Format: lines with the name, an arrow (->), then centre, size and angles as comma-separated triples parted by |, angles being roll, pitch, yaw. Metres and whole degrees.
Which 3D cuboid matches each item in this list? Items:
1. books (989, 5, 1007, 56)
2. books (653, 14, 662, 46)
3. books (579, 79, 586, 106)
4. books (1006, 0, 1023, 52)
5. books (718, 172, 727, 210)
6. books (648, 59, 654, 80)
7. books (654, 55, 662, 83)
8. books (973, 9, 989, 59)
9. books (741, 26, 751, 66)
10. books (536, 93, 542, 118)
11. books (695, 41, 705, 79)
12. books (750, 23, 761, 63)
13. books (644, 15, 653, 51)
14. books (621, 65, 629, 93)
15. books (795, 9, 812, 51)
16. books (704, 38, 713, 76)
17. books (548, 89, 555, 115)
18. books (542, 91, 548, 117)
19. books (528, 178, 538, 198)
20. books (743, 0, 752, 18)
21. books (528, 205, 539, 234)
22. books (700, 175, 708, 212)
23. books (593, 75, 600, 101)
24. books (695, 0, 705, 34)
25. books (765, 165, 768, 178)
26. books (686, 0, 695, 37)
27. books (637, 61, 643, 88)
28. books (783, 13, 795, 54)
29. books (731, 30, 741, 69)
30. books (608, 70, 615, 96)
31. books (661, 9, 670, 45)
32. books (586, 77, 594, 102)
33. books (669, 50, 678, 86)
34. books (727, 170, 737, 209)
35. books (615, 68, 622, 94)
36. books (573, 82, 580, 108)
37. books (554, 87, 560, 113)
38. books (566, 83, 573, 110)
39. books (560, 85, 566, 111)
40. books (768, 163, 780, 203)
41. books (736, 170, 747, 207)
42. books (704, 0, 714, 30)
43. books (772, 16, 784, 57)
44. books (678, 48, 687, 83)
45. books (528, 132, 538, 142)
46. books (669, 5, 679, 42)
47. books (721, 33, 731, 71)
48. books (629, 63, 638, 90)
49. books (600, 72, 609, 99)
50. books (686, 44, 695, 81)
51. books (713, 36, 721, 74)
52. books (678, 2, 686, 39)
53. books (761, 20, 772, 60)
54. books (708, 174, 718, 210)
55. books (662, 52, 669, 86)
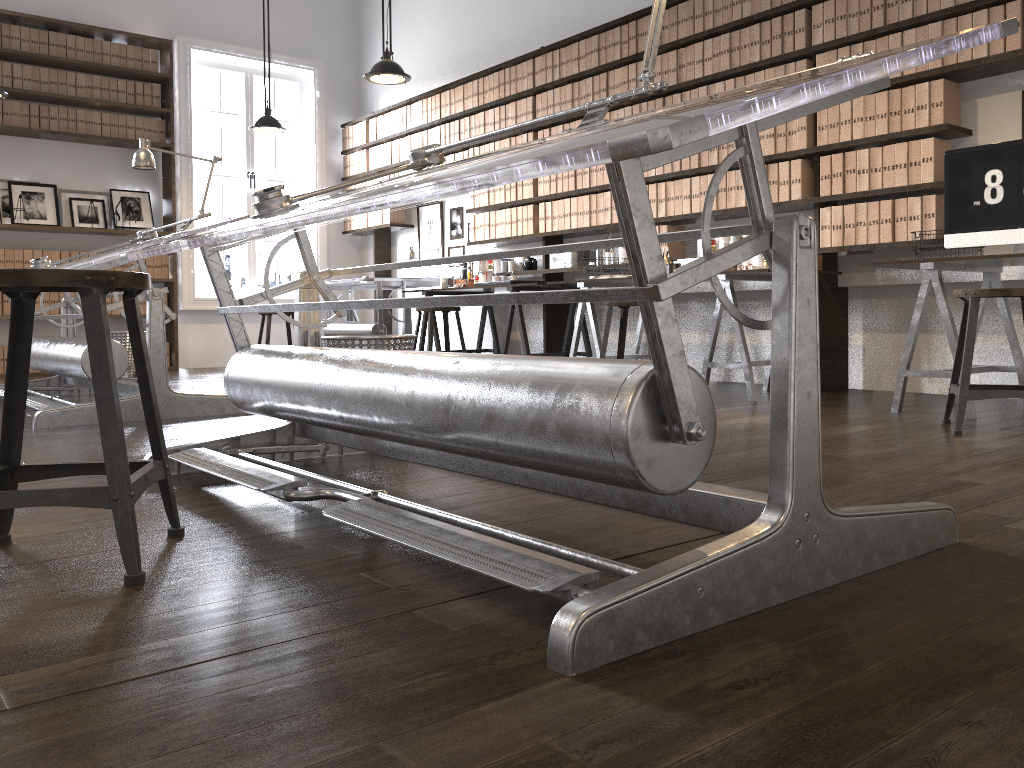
books -> 2.296, -1.628, 4.124 | 0.175, 0.225, 0.067 | -2, 2, -38
books -> 0.997, -2.280, 5.748 | 0.174, 0.225, 0.067 | -2, 2, -38
books -> 0.567, -2.039, 6.308 | 0.174, 0.225, 0.067 | -2, 2, -38
books -> 2.338, -1.624, 4.062 | 0.175, 0.225, 0.067 | -2, 2, -38
books -> 1.328, -1.162, 5.371 | 0.175, 0.225, 0.067 | -2, 2, -38
books -> 0.958, -2.006, 5.804 | 0.175, 0.225, 0.067 | -2, 2, -38
books -> 1.005, -2.002, 5.748 | 0.175, 0.225, 0.067 | -2, 2, -38
books -> 2.248, -1.632, 4.177 | 0.174, 0.225, 0.067 | -2, 2, -38
books -> 1.428, -1.968, 5.215 | 0.174, 0.225, 0.067 | -2, 2, -38
books -> 0.270, -2.063, 6.687 | 0.174, 0.225, 0.067 | -2, 2, -38
books -> 1.213, -1.985, 5.480 | 0.175, 0.225, 0.067 | -2, 2, -38
books -> 1.468, -1.964, 5.157 | 0.174, 0.225, 0.067 | -2, 2, -38
books -> 0.950, -2.283, 5.803 | 0.175, 0.225, 0.067 | -2, 2, -38
books -> 0.821, -2.017, 5.975 | 0.175, 0.225, 0.067 | -2, 2, -38
books -> 1.653, -1.949, 4.926 | 0.175, 0.225, 0.067 | -2, 2, -38
books -> 1.259, -1.981, 5.424 | 0.175, 0.225, 0.067 | -2, 2, -38
books -> 0.352, -2.056, 6.573 | 0.175, 0.225, 0.067 | -2, 2, -38
books -> 0.312, -2.060, 6.631 | 0.175, 0.225, 0.067 | -2, 2, -38
books -> 0.209, -1.523, 6.771 | 0.175, 0.225, 0.067 | -2, 2, -38
books -> 1.433, -2.244, 5.194 | 0.175, 0.225, 0.067 | -2, 2, -38
books -> 0.210, -1.253, 6.781 | 0.175, 0.225, 0.067 | -2, 2, -38
books -> 1.244, -1.169, 5.475 | 0.175, 0.225, 0.067 | -2, 2, -38
books -> 0.655, -2.032, 6.197 | 0.175, 0.225, 0.067 | -2, 2, -38
books -> 1.211, -2.262, 5.471 | 0.175, 0.225, 0.067 | -2, 2, -38
books -> 1.502, -1.147, 5.141 | 0.175, 0.225, 0.067 | -2, 2, -38
books -> 1.166, -2.265, 5.528 | 0.175, 0.225, 0.067 | -2, 2, -38
books -> 0.914, -2.010, 5.863 | 0.174, 0.225, 0.067 | -2, 2, -38
books -> 1.608, -1.953, 4.987 | 0.175, 0.225, 0.067 | -2, 2, -38
books -> 1.384, -1.972, 5.271 | 0.175, 0.225, 0.067 | -2, 2, -38
books -> 0.747, -2.024, 6.080 | 0.175, 0.225, 0.067 | -2, 2, -38
books -> 1.043, -2.276, 5.695 | 0.174, 0.225, 0.067 | -2, 2, -38
books -> 0.607, -2.035, 6.250 | 0.174, 0.225, 0.067 | -2, 2, -38
books -> 1.082, -1.996, 5.644 | 0.175, 0.225, 0.067 | -2, 2, -38
books -> 1.372, -1.159, 5.315 | 0.174, 0.225, 0.067 | -2, 2, -38
books -> 0.786, -2.021, 6.027 | 0.175, 0.225, 0.067 | -2, 2, -38
books -> 0.523, -2.042, 6.364 | 0.175, 0.225, 0.067 | -2, 2, -38
books -> 0.398, -2.052, 6.517 | 0.175, 0.225, 0.067 | -2, 2, -38
books -> 0.476, -2.045, 6.414 | 0.175, 0.225, 0.067 | -2, 2, -38
books -> 0.439, -2.049, 6.469 | 0.175, 0.225, 0.067 | -2, 2, -38
books -> 1.552, -1.144, 5.087 | 0.175, 0.225, 0.067 | -2, 2, -38
books -> 1.412, -1.155, 5.257 | 0.174, 0.225, 0.067 | -2, 2, -38
books -> 1.258, -2.258, 5.416 | 0.174, 0.225, 0.067 | -2, 2, -38
books -> 1.558, -1.957, 5.042 | 0.175, 0.225, 0.067 | -2, 2, -38
books -> 1.131, -1.992, 5.594 | 0.174, 0.225, 0.067 | -2, 2, -38
books -> 0.209, -1.801, 6.772 | 0.175, 0.225, 0.067 | -2, 2, -38
books -> 1.085, -2.273, 5.639 | 0.175, 0.225, 0.067 | -2, 2, -38
books -> 1.337, -1.975, 5.320 | 0.175, 0.225, 0.067 | -2, 2, -38
books -> 0.866, -2.013, 5.918 | 0.175, 0.225, 0.067 | -2, 2, -38
books -> 0.697, -2.027, 6.135 | 0.175, 0.225, 0.067 | -2, 2, -38
books -> 1.173, -1.989, 5.538 | 0.175, 0.225, 0.067 | -2, 2, -38
books -> 1.300, -1.978, 5.376 | 0.175, 0.225, 0.067 | -2, 2, -38
books -> 1.130, -2.269, 5.580 | 0.175, 0.225, 0.067 | -2, 2, -38
books -> 1.516, -1.961, 5.104 | 0.175, 0.225, 0.067 | -2, 2, -38
books -> 1.281, -1.165, 5.420 | 0.175, 0.225, 0.067 | -2, 2, -38
books -> 1.045, -1.999, 5.699 | 0.175, 0.225, 0.067 | -2, 2, -38
